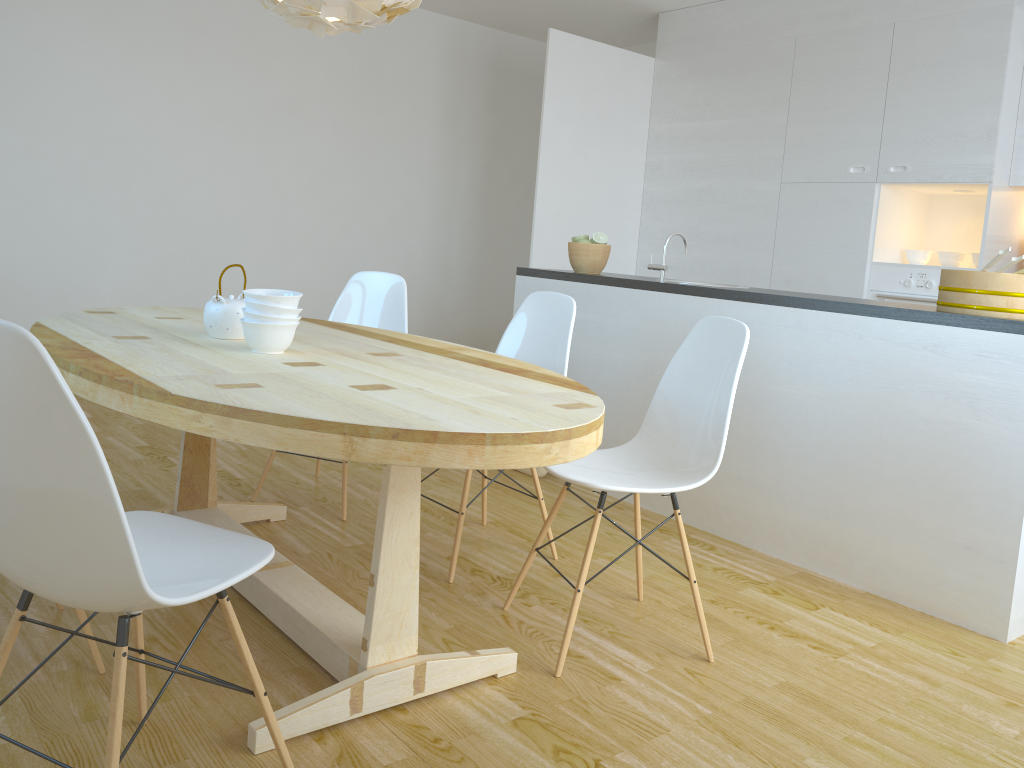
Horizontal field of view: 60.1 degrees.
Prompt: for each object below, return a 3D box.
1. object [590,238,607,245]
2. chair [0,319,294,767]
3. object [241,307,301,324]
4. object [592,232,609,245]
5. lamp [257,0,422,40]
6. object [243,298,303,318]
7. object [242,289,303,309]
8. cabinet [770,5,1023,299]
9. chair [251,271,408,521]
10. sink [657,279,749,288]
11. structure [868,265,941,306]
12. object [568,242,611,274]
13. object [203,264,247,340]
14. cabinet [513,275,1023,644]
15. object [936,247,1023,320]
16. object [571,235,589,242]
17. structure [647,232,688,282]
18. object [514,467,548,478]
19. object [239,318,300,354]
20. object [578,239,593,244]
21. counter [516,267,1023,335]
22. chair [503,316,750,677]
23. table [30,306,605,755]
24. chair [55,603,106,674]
[{"bbox_3d":[0.412,-0.660,4.231,0.086,0.098,0.103,2,8,-19],"label":"object"},{"bbox_3d":[-0.665,0.320,1.490,0.431,0.896,0.525,7,7,25],"label":"chair"},{"bbox_3d":[-0.627,-0.147,2.300,0.151,0.092,0.153,4,8,-1],"label":"object"},{"bbox_3d":[0.412,-0.677,4.154,0.077,0.071,0.074,3,7,-15],"label":"object"},{"bbox_3d":[-0.459,-1.496,2.333,0.647,1.128,0.643,-1,8,-40],"label":"lamp"},{"bbox_3d":[-0.622,-0.170,2.299,0.150,0.095,0.153,1,9,-23],"label":"object"},{"bbox_3d":[-0.622,-0.198,2.293,0.152,0.086,0.153,3,8,-11],"label":"object"},{"bbox_3d":[2.773,-0.642,4.230,0.481,2.286,3.222,0,9,-39],"label":"cabinet"},{"bbox_3d":[-0.681,0.002,3.521,0.431,0.896,0.525,7,7,20],"label":"chair"},{"bbox_3d":[0.834,-0.368,3.906,0.404,0.156,0.407,5,8,2],"label":"sink"},{"bbox_3d":[2.123,-0.310,4.666,0.049,0.592,0.564,0,8,-39],"label":"structure"},{"bbox_3d":[0.364,-0.598,4.216,0.205,0.141,0.206,6,8,12],"label":"object"},{"bbox_3d":[-0.789,-0.237,2.535,0.177,0.210,0.148,-1,9,-40],"label":"object"},{"bbox_3d":[0.972,0.103,3.682,0.601,0.904,2.417,-1,10,-39],"label":"cabinet"},{"bbox_3d":[1.603,-0.323,2.852,0.378,0.213,0.433,3,8,-11],"label":"object"},{"bbox_3d":[0.327,-0.684,4.251,0.086,0.065,0.084,1,8,-27],"label":"object"},{"bbox_3d":[0.670,-0.543,3.778,0.162,0.214,0.097,-1,8,-39],"label":"structure"},{"bbox_3d":[-0.172,0.209,3.779,0.472,0.498,1.194,8,9,28],"label":"object"},{"bbox_3d":[-0.632,-0.124,2.302,0.152,0.082,0.153,4,8,0],"label":"object"},{"bbox_3d":[0.348,-0.642,4.181,0.098,0.085,0.082,6,7,15],"label":"object"},{"bbox_3d":[1.009,-0.366,3.638,0.601,0.040,2.417,-3,11,-39],"label":"counter"},{"bbox_3d":[0.321,0.252,2.427,0.522,0.896,0.433,2,6,-20],"label":"chair"},{"bbox_3d":[-0.649,0.256,2.468,1.194,0.720,2.204,-2,11,-41],"label":"table"},{"bbox_3d":[-1.233,0.197,1.992,0.523,0.896,0.432,-1,8,-39],"label":"chair"}]
